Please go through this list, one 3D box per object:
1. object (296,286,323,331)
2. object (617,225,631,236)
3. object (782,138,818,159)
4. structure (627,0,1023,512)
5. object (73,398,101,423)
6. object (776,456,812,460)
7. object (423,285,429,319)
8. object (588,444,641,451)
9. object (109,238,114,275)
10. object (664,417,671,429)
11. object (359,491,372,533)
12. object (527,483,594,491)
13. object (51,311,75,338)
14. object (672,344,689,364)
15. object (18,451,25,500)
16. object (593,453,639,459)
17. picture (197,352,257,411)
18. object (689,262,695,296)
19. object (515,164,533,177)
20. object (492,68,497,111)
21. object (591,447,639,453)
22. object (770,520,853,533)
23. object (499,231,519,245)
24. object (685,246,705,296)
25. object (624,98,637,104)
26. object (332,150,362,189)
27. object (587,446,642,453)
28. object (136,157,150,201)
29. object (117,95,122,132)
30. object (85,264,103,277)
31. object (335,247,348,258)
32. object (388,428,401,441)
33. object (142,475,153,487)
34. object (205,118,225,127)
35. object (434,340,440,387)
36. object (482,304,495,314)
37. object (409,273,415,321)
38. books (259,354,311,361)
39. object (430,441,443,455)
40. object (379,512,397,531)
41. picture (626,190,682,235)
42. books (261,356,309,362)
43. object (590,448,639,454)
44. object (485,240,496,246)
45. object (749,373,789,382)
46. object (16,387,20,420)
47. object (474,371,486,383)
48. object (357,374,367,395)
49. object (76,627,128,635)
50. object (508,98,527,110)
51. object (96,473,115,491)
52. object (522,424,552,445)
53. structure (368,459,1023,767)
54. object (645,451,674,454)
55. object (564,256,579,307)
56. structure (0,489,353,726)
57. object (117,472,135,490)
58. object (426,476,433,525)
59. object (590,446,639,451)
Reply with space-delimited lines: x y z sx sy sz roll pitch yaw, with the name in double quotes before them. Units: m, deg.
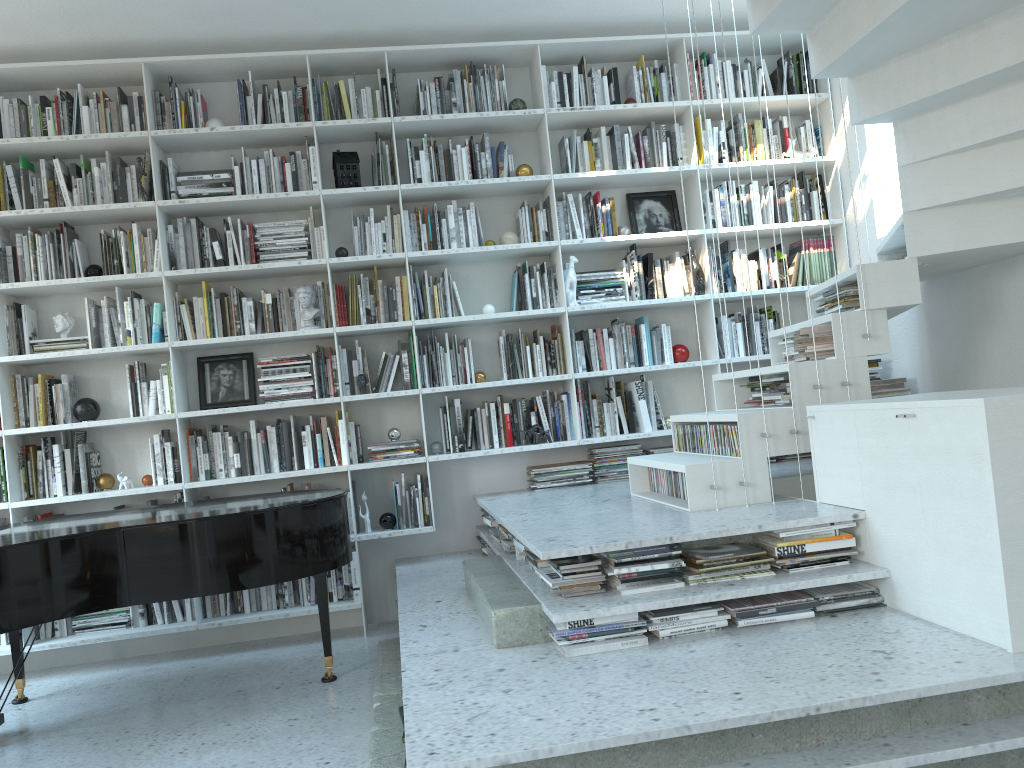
"object" -1.093 -0.402 4.748 0.137 0.244 0.138 -5 -2 -43
"object" 0.637 -0.867 5.109 0.091 0.092 0.091 -7 -2 41
"object" 1.671 -1.365 5.170 0.203 0.137 0.095 -6 -1 8
"structure" 0.873 -0.904 3.356 2.613 3.381 1.955 -6 -1 -8
"object" -2.248 0.140 4.688 0.134 0.135 0.133 -7 -2 41
"object" 1.748 0.426 5.268 0.368 0.007 0.206 -6 -2 2
"object" -0.485 -0.442 4.973 0.013 0.208 0.140 -6 -1 -8
"object" 0.587 0.363 5.091 0.285 0.005 0.159 -6 -2 -3
"object" -2.125 -0.657 4.763 0.010 0.225 0.142 -6 -1 -8
"object" 0.904 0.224 5.137 0.071 0.072 0.071 -7 -2 41
"object" -0.788 0.686 4.754 0.053 0.224 0.046 -6 -1 4
"object" 0.274 0.580 5.039 0.345 0.007 0.193 -6 -2 -13
"object" -2.380 -0.312 4.706 0.095 0.157 0.121 -6 -1 6
"object" 0.969 -0.172 5.137 0.115 0.116 0.115 -5 -2 -30
"object" -2.546 0.478 4.660 0.012 0.254 0.161 -6 -1 -8
"object" 0.587 0.412 5.101 0.254 0.006 0.161 -6 -2 -8
"picture" -1.562 -0.013 4.861 0.300 0.299 0.077 -6 -1 -8
"object" 1.034 -0.596 5.181 0.022 0.211 0.179 -6 -1 -8
"object" 0.069 -1.185 4.985 0.100 0.101 0.100 -5 -2 -30
"object" -0.105 -1.632 5.069 0.006 0.297 0.129 -6 -1 -8
"object" 0.587 0.379 5.102 0.254 0.006 0.161 -6 -2 -8
"object" 0.999 0.471 3.064 0.284 0.030 0.177 -6 -2 -8
"object" -0.016 -0.811 5.044 0.111 0.113 0.111 -5 -2 -30
"object" 1.048 -0.638 5.045 0.087 0.288 0.075 -7 -1 27
"object" 0.678 -1.600 5.077 0.071 0.072 0.071 -7 -2 41
"object" -0.906 -1.161 4.864 0.135 0.248 0.135 -6 -1 -18
"object" 0.586 0.374 5.103 0.285 0.005 0.159 -6 -2 -8
"object" -1.932 -1.063 4.650 0.075 0.254 0.075 -5 -1 -29
"object" -2.092 -1.408 4.784 0.010 0.246 0.157 -6 -1 -8
"object" -2.211 -0.585 4.698 0.097 0.098 0.097 -7 -2 41
"object" -0.925 -0.708 4.817 0.071 0.072 0.071 -7 -2 41
"object" -0.640 0.274 4.825 0.071 0.072 0.071 -7 -2 41
"object" -1.925 0.510 4.688 0.061 0.062 0.061 -7 -2 41
"object" -1.608 -1.386 4.805 0.104 0.106 0.105 -5 -2 -30
"object" -0.426 -0.107 4.987 0.007 0.266 0.135 -6 -1 -8
"object" -0.130 -0.412 4.968 0.071 0.072 0.071 -7 -2 41
"object" -0.563 -0.472 4.979 0.013 0.283 0.135 -6 -1 -8
"books" -1.240 -0.142 4.855 0.254 0.012 0.161 -6 -2 -4
"object" -0.419 0.356 4.933 0.071 0.072 0.071 -7 -2 41
"object" -0.671 0.741 4.791 0.093 0.095 0.093 -7 -2 41
"picture" 0.840 -0.990 5.229 0.300 0.299 0.077 -6 -1 -8
"books" -1.239 -0.129 4.857 0.254 0.012 0.161 -6 -2 -11
"object" 0.588 0.385 5.102 0.254 0.006 0.161 -6 -2 -8
"object" -0.124 -0.779 5.004 0.068 0.068 0.068 -5 -2 -30
"object" 1.224 -0.034 4.187 0.161 0.025 0.174 -6 -2 -4
"object" -2.575 0.105 4.681 0.012 0.270 0.130 -6 -1 -8
"object" -0.181 -0.035 4.984 0.071 0.072 0.071 -7 -2 41
"object" -0.803 0.002 4.751 0.054 0.113 0.079 -6 -1 -9
"object" -2.141 1.288 4.684 0.254 0.007 0.161 -6 -2 -5
"object" 0.031 -1.552 4.986 0.104 0.105 0.104 -7 -2 41
"object" -2.154 0.519 4.699 0.091 0.092 0.091 -5 -2 -30
"object" 0.138 0.276 4.864 0.160 0.114 0.064 -5 -1 -21
"structure" 0.861 0.811 3.683 2.898 0.659 3.114 -6 -2 -8
"object" 0.955 0.381 5.155 0.327 0.008 0.207 -6 -2 -8
"object" 0.330 -0.566 4.924 0.087 0.288 0.075 -7 -1 27
"structure" -1.610 0.974 3.640 1.918 0.832 1.335 -6 -2 -8
"object" -2.026 0.504 4.651 0.060 0.095 0.078 -6 -1 9
"object" -0.449 0.637 4.860 0.011 0.260 0.142 -6 -1 -8
"object" 0.586 0.368 5.100 0.254 0.006 0.161 -6 -2 -7
